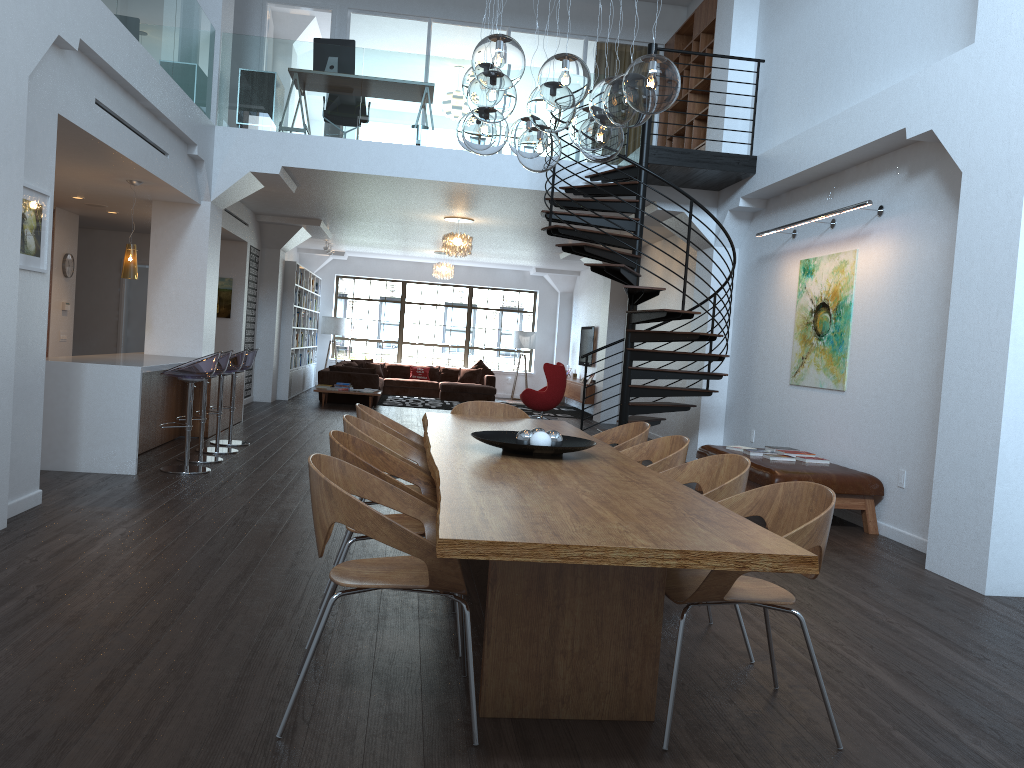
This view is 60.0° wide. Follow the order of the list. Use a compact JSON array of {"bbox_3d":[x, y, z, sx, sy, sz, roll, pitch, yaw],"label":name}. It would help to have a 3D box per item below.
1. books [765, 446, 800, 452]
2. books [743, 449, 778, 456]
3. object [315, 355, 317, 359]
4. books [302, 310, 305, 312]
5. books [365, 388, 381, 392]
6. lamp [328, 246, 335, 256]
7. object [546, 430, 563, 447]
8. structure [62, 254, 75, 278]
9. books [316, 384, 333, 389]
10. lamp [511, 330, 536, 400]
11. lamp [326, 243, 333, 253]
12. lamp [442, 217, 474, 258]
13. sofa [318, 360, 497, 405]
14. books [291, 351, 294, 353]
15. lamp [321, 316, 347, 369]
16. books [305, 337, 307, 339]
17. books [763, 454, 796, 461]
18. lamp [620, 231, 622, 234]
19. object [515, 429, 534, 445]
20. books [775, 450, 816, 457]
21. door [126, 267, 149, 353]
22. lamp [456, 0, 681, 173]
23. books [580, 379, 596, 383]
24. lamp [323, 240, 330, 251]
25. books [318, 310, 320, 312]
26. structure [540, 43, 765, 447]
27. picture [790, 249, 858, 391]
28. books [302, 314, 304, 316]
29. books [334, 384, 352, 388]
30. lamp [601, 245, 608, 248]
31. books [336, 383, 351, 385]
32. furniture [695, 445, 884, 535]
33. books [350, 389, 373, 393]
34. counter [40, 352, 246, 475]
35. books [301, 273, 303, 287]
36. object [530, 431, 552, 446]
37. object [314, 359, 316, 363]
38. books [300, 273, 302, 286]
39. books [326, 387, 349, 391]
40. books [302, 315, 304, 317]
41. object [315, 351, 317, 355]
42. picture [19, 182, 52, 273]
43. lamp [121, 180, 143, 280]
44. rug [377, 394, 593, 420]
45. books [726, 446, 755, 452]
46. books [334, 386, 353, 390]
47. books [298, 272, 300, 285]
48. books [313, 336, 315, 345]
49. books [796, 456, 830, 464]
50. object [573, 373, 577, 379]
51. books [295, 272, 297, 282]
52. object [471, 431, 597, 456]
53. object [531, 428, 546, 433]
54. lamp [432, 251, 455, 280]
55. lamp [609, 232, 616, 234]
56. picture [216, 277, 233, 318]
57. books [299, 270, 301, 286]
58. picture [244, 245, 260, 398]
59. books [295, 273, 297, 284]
[{"bbox_3d":[2.464,0.602,8.086,0.254,0.044,0.183,4,3,-12],"label":"books"},{"bbox_3d":[2.153,0.597,7.687,0.247,0.040,0.185,4,3,-4],"label":"books"},{"bbox_3d":[-4.503,-0.610,19.630,0.331,0.088,0.410,4,3,-7],"label":"object"},{"bbox_3d":[-4.063,-1.389,16.826,0.223,0.027,0.161,4,3,3],"label":"books"},{"bbox_3d":[-2.444,0.103,15.423,0.256,0.035,0.350,5,3,18],"label":"books"},{"bbox_3d":[-3.696,-2.718,18.093,0.120,0.211,0.111,3,3,-33],"label":"lamp"},{"bbox_3d":[0.189,0.266,4.155,0.100,0.100,0.100,6,3,38],"label":"object"},{"bbox_3d":[-5.552,-1.481,11.099,0.040,0.300,0.300,4,3,-7],"label":"structure"},{"bbox_3d":[-3.241,0.044,15.335,0.241,0.045,0.334,4,3,-5],"label":"books"},{"bbox_3d":[0.229,-0.423,20.402,0.545,1.579,0.545,4,3,4],"label":"lamp"},{"bbox_3d":[-3.637,-2.691,17.578,0.111,0.211,0.120,6,3,42],"label":"lamp"},{"bbox_3d":[-0.781,-2.100,12.764,0.441,0.539,0.442,6,3,35],"label":"lamp"},{"bbox_3d":[-1.946,-0.009,17.819,3.481,0.664,4.197,4,3,-7],"label":"sofa"},{"bbox_3d":[-3.975,-0.577,15.640,0.223,0.027,0.161,4,3,3],"label":"books"},{"bbox_3d":[-4.055,-0.717,19.991,0.545,1.579,0.545,3,3,-18],"label":"lamp"},{"bbox_3d":[-4.232,-0.931,17.701,0.253,0.040,0.183,4,3,-7],"label":"books"},{"bbox_3d":[2.240,0.616,7.431,0.224,0.032,0.161,4,3,-7],"label":"books"},{"bbox_3d":[1.523,-2.091,12.464,0.120,0.211,0.111,3,3,-33],"label":"lamp"},{"bbox_3d":[0.065,0.263,4.151,0.100,0.100,0.100,6,3,38],"label":"object"},{"bbox_3d":[2.482,0.616,7.767,0.283,0.043,0.197,4,3,-7],"label":"books"},{"bbox_3d":[-6.084,-0.840,14.006,0.826,2.032,0.174,4,3,-7],"label":"door"},{"bbox_3d":[0.237,-2.163,4.365,0.849,2.140,1.787,4,3,-8],"label":"lamp"},{"bbox_3d":[1.494,-0.061,17.480,0.250,0.053,0.400,4,3,-7],"label":"books"},{"bbox_3d":[-3.578,-2.665,17.076,0.111,0.211,0.120,5,3,27],"label":"lamp"},{"bbox_3d":[-4.415,-1.621,19.588,0.284,0.035,0.197,5,3,23],"label":"books"},{"bbox_3d":[1.256,-1.238,8.993,1.998,4.352,1.998,7,3,44],"label":"structure"},{"bbox_3d":[2.804,-0.568,8.037,0.010,1.200,1.095,4,3,-7],"label":"picture"},{"bbox_3d":[-4.161,-1.353,17.263,0.223,0.027,0.161,3,3,-17],"label":"books"},{"bbox_3d":[-2.936,0.030,15.433,0.279,0.035,0.191,4,3,3],"label":"books"},{"bbox_3d":[1.405,-2.144,13.480,0.111,0.211,0.120,5,3,27],"label":"lamp"},{"bbox_3d":[-2.929,-0.001,15.431,0.224,0.027,0.157,4,3,-2],"label":"books"},{"bbox_3d":[2.294,0.854,7.621,0.907,0.453,1.819,4,3,-7],"label":"furniture"},{"bbox_3d":[-2.558,0.109,15.063,0.342,0.040,0.231,6,3,33],"label":"books"},{"bbox_3d":[-2.572,0.290,7.730,3.039,0.860,8.182,2,3,-36],"label":"counter"},{"bbox_3d":[-3.982,-1.932,16.450,0.182,0.255,0.077,4,3,-7],"label":"books"},{"bbox_3d":[0.132,0.268,4.072,0.100,0.100,0.100,6,3,38],"label":"object"},{"bbox_3d":[-4.510,-0.522,19.634,0.331,0.088,0.410,4,3,-7],"label":"object"},{"bbox_3d":[-3.955,-1.920,16.263,0.182,0.253,0.098,4,3,-7],"label":"books"},{"bbox_3d":[-2.957,0.083,15.024,0.236,0.035,0.340,5,3,18],"label":"books"},{"bbox_3d":[-4.146,-1.322,17.242,0.161,0.033,0.223,4,3,-7],"label":"books"},{"bbox_3d":[-4.504,-0.698,19.625,0.316,0.088,0.410,4,3,-7],"label":"object"},{"bbox_3d":[-2.887,-0.934,5.326,0.018,0.500,0.500,4,3,-7],"label":"picture"},{"bbox_3d":[-2.768,-1.875,9.346,0.149,1.807,2.842,6,3,32],"label":"lamp"},{"bbox_3d":[-0.568,0.436,17.489,4.200,0.007,3.100,4,3,-5],"label":"rug"},{"bbox_3d":[2.066,0.583,7.998,0.161,0.031,0.223,3,3,-29],"label":"books"},{"bbox_3d":[-2.934,0.066,15.432,0.312,0.037,0.216,3,3,-17],"label":"books"},{"bbox_3d":[-3.933,-1.903,16.010,0.174,0.242,0.105,4,3,-7],"label":"books"},{"bbox_3d":[-4.401,-0.950,19.321,0.168,0.228,0.139,4,3,-7],"label":"books"},{"bbox_3d":[2.523,0.637,7.439,0.224,0.036,0.161,4,3,-13],"label":"books"},{"bbox_3d":[1.348,-0.171,19.007,0.089,0.110,0.089,6,3,38],"label":"object"},{"bbox_3d":[-3.885,-1.872,15.609,0.161,0.218,0.101,4,3,-7],"label":"books"},{"bbox_3d":[0.099,0.287,4.163,0.592,0.066,0.592,6,3,41],"label":"object"},{"bbox_3d":[0.123,0.258,4.232,0.100,0.100,0.100,6,3,38],"label":"object"},{"bbox_3d":[-1.367,-2.363,17.784,0.441,0.539,0.442,6,3,35],"label":"lamp"},{"bbox_3d":[1.464,-2.118,12.978,0.111,0.211,0.120,6,3,42],"label":"lamp"},{"bbox_3d":[-4.451,-1.305,13.337,0.450,0.600,0.030,4,3,-7],"label":"picture"},{"bbox_3d":[-3.958,-1.935,16.157,0.197,0.290,0.136,4,3,-7],"label":"books"},{"bbox_3d":[-4.135,-0.966,14.047,0.021,2.380,0.800,4,3,-7],"label":"picture"},{"bbox_3d":[-3.887,-1.875,15.644,0.161,0.222,0.084,4,3,-7],"label":"books"}]
